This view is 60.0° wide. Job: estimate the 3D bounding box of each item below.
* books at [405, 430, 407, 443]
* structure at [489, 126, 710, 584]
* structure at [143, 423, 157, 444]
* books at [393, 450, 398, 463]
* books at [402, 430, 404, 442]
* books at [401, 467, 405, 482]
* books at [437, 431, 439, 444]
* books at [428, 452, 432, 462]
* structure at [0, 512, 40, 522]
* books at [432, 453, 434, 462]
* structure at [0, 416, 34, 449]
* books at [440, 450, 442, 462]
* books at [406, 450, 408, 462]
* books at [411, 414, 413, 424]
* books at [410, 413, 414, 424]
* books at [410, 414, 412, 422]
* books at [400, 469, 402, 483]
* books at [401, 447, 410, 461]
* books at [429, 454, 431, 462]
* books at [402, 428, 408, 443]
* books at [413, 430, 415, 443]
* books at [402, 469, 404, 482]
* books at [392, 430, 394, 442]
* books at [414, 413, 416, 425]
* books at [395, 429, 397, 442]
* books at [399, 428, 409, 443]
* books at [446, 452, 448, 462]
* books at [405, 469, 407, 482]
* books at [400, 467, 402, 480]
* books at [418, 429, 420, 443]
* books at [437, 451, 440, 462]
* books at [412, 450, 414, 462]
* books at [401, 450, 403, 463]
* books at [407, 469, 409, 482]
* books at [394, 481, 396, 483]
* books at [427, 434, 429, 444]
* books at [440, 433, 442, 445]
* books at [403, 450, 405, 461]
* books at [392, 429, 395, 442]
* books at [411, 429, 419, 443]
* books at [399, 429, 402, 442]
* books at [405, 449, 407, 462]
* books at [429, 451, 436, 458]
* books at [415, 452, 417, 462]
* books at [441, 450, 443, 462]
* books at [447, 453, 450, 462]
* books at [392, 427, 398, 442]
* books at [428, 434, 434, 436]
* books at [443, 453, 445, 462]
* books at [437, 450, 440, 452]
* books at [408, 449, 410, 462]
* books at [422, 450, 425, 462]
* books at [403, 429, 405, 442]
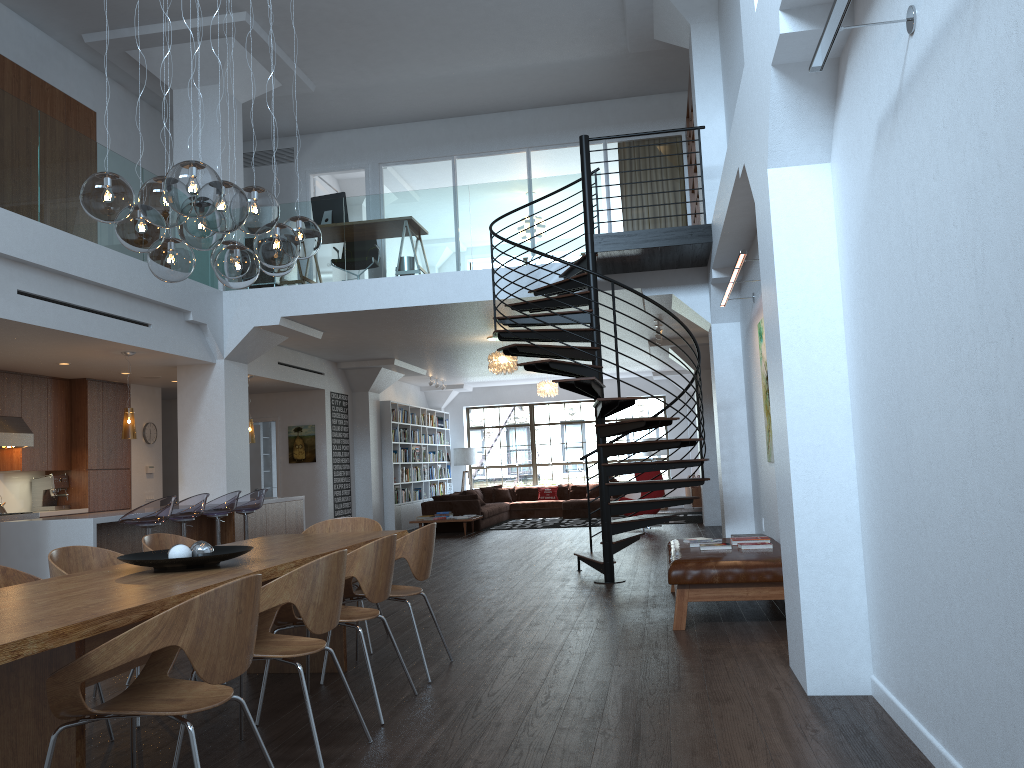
[{"bbox_3d":[-2.116,1.017,17.091,0.174,0.240,0.054,-4,-5,9],"label":"books"},{"bbox_3d":[0.821,-0.293,8.608,1.998,4.352,1.998,0,-6,-30],"label":"structure"},{"bbox_3d":[-5.089,0.694,12.474,0.040,0.300,0.300,-4,-5,9],"label":"structure"},{"bbox_3d":[-2.189,1.347,16.448,0.140,0.231,0.042,-4,-5,9],"label":"books"},{"bbox_3d":[-2.154,1.000,16.910,0.171,0.246,0.039,-4,-5,9],"label":"books"},{"bbox_3d":[-2.121,1.722,16.827,0.176,0.290,0.053,-4,-5,9],"label":"books"},{"bbox_3d":[-1.704,1.192,19.510,0.176,0.290,0.053,-4,-5,9],"label":"books"},{"bbox_3d":[-1.782,1.558,18.845,0.140,0.206,0.042,-4,-5,9],"label":"books"},{"bbox_3d":[-5.752,1.911,9.816,0.662,0.919,0.811,-4,-5,9],"label":"structure"},{"bbox_3d":[-1.752,1.584,19.024,0.134,0.184,0.030,-4,-5,9],"label":"books"},{"bbox_3d":[-5.867,0.917,9.918,0.529,1.110,0.811,-4,-5,9],"label":"structure"},{"bbox_3d":[-1.653,1.604,19.711,0.180,0.259,0.042,-4,-5,9],"label":"books"},{"bbox_3d":[-2.090,1.393,17.061,0.174,0.239,0.045,-4,-5,9],"label":"books"},{"bbox_3d":[-2.047,0.704,17.579,0.146,0.202,0.027,-4,-5,9],"label":"books"},{"bbox_3d":[-2.028,0.704,17.746,0.140,0.231,0.042,-4,-5,9],"label":"books"},{"bbox_3d":[-2.060,0.703,17.554,0.146,0.202,0.027,-4,-5,9],"label":"books"},{"bbox_3d":[-2.162,1.721,16.560,0.189,0.247,0.057,-4,-5,9],"label":"books"},{"bbox_3d":[-2.075,1.380,17.198,0.176,0.294,0.102,-4,-5,9],"label":"books"},{"bbox_3d":[-1.783,1.570,18.760,0.120,0.167,0.019,-4,-5,9],"label":"books"},{"bbox_3d":[-2.117,1.006,17.209,0.198,0.284,0.049,-4,-5,9],"label":"books"},{"bbox_3d":[-2.026,1.051,17.592,0.182,0.253,0.034,-4,-5,9],"label":"books"},{"bbox_3d":[-2.131,1.737,16.743,0.171,0.246,0.057,-4,-5,9],"label":"books"},{"bbox_3d":[-2.253,0.960,16.259,0.161,0.218,0.101,-4,-5,9],"label":"books"},{"bbox_3d":[-2.013,0.712,17.842,0.140,0.231,0.042,-4,-5,9],"label":"books"},{"bbox_3d":[-2.227,0.959,16.402,0.174,0.242,0.105,-4,-5,9],"label":"books"},{"bbox_3d":[-2.092,1.006,17.257,0.176,0.291,0.053,-4,-5,9],"label":"books"},{"bbox_3d":[-1.558,1.663,20.195,0.161,0.218,0.101,-4,-5,9],"label":"books"},{"bbox_3d":[-2.093,1.754,16.948,0.171,0.246,0.057,-4,-5,9],"label":"books"},{"bbox_3d":[-2.137,1.699,16.609,0.140,0.298,0.044,-4,-5,9],"label":"books"},{"bbox_3d":[-1.973,1.068,17.975,0.197,0.283,0.065,-4,-5,9],"label":"books"},{"bbox_3d":[-1.686,1.591,19.448,0.174,0.240,0.054,-4,-5,9],"label":"books"},{"bbox_3d":[-2.024,1.426,17.463,0.174,0.240,0.054,-4,-5,9],"label":"books"},{"bbox_3d":[-2.152,1.365,16.718,0.174,0.239,0.045,-4,-5,9],"label":"books"},{"bbox_3d":[-2.082,1.757,17.030,0.183,0.253,0.034,-4,-5,9],"label":"books"},{"bbox_3d":[-2.235,1.803,16.236,0.197,0.035,0.284,-3,-5,-1],"label":"books"},{"bbox_3d":[-1.832,1.169,18.699,0.146,0.202,0.027,-4,-5,9],"label":"books"},{"bbox_3d":[-1.657,1.230,19.741,0.183,0.253,0.034,-4,-5,9],"label":"books"},{"bbox_3d":[-2.129,1.384,16.894,0.167,0.230,0.037,-4,-5,9],"label":"books"},{"bbox_3d":[-2.236,0.956,16.319,0.172,0.235,0.112,-4,-5,9],"label":"books"},{"bbox_3d":[-1.979,1.060,17.914,0.176,0.290,0.053,-4,-5,9],"label":"books"},{"bbox_3d":[-2.181,0.983,16.748,0.183,0.253,0.042,-4,-5,9],"label":"books"},{"bbox_3d":[-2.109,1.378,16.963,0.182,0.253,0.034,-4,-5,9],"label":"books"},{"bbox_3d":[-1.719,1.575,19.209,0.140,0.231,0.042,-4,-5,9],"label":"books"},{"bbox_3d":[-1.983,1.462,17.691,0.161,0.207,0.135,-4,-5,9],"label":"books"},{"bbox_3d":[-1.633,1.613,19.795,0.183,0.253,0.042,-4,-5,9],"label":"books"},{"bbox_3d":[-1.531,1.678,20.347,0.182,0.215,0.188,-4,-5,9],"label":"books"},{"bbox_3d":[-2.206,0.941,16.478,0.176,0.290,0.053,-4,-5,9],"label":"books"},{"bbox_3d":[-1.759,1.196,19.194,0.140,0.231,0.042,-4,-5,9],"label":"books"},{"bbox_3d":[-1.601,1.649,19.936,0.161,0.207,0.135,-4,-5,9],"label":"books"},{"bbox_3d":[-1.677,1.594,19.561,0.183,0.253,0.042,-4,-5,9],"label":"books"},{"bbox_3d":[-2.074,1.392,17.133,0.182,0.253,0.034,-4,-5,9],"label":"books"},{"bbox_3d":[-1.893,1.484,18.231,0.174,0.251,0.051,-4,-5,9],"label":"books"},{"bbox_3d":[-2.146,1.002,16.983,0.183,0.253,0.042,-4,-5,9],"label":"books"}]
